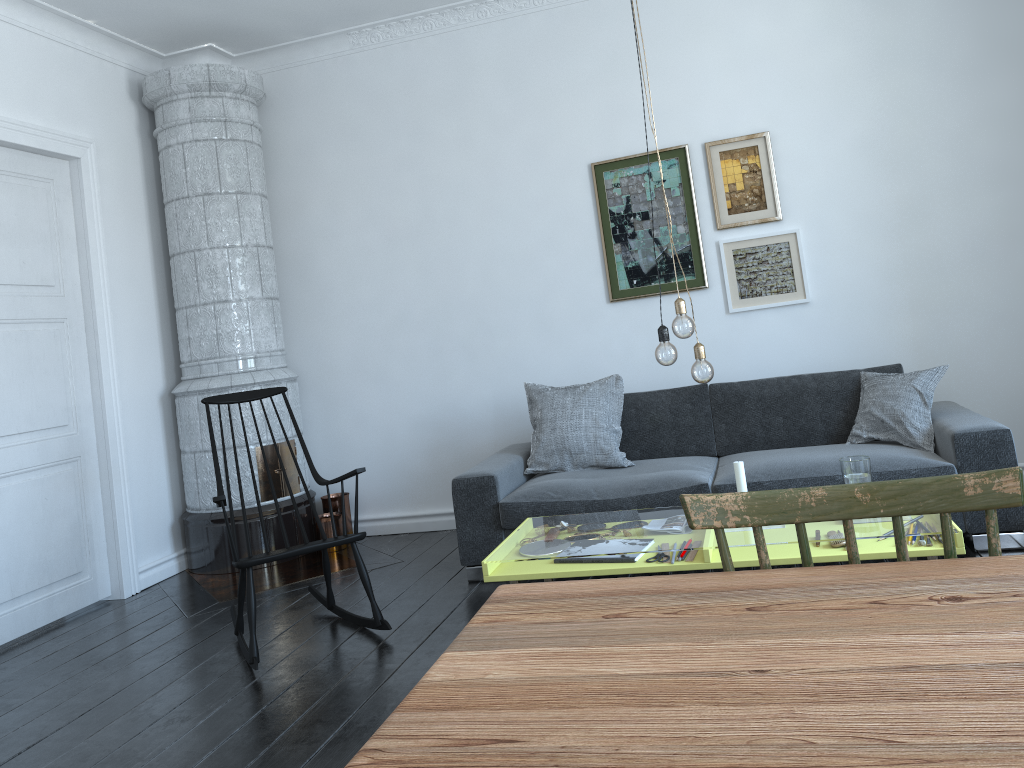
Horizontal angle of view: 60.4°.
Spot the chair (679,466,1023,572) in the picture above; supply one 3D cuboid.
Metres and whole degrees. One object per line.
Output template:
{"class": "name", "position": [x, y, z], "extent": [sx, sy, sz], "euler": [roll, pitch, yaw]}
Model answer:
{"class": "chair", "position": [0.484, 0.565, 1.053], "extent": [0.466, 0.832, 0.485], "euler": [-8, -2, 14]}

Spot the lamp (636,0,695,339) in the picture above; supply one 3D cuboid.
{"class": "lamp", "position": [0.468, -0.894, 2.928], "extent": [0.075, 1.507, 0.073], "euler": [-5, -4, -28]}

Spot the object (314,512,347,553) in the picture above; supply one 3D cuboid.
{"class": "object", "position": [-1.057, 0.867, 5.145], "extent": [0.174, 0.201, 0.171], "euler": [-8, -1, 5]}

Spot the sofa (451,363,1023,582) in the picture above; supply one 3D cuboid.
{"class": "sofa", "position": [0.987, 0.381, 4.248], "extent": [2.363, 0.728, 1.086], "euler": [-7, 1, 15]}

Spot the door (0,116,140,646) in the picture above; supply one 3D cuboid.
{"class": "door", "position": [-2.355, -0.064, 4.249], "extent": [0.115, 2.491, 1.168], "euler": [-8, -3, 16]}

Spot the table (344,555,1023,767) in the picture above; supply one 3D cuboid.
{"class": "table", "position": [0.961, 0.583, 0.560], "extent": [2.217, 0.721, 1.020], "euler": [-7, 1, 15]}

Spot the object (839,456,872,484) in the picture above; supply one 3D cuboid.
{"class": "object", "position": [1.144, 0.319, 2.915], "extent": [0.098, 0.147, 0.096], "euler": [-7, -2, -24]}

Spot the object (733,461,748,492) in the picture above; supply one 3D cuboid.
{"class": "object", "position": [0.786, 0.348, 3.012], "extent": [0.075, 0.174, 0.074], "euler": [-5, -4, -40]}

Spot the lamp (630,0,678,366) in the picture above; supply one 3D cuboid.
{"class": "lamp", "position": [0.420, -0.806, 2.950], "extent": [0.075, 1.507, 0.085], "euler": [-6, -4, -24]}

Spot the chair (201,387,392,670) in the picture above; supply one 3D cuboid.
{"class": "chair", "position": [-0.971, 0.528, 3.681], "extent": [0.615, 1.011, 0.897], "euler": [-6, -1, -30]}

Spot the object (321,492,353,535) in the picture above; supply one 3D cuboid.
{"class": "object", "position": [-1.055, 0.816, 5.331], "extent": [0.172, 0.283, 0.176], "euler": [-8, -2, 15]}

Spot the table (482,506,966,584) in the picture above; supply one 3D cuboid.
{"class": "table", "position": [0.677, 0.658, 2.885], "extent": [1.395, 0.402, 0.601], "euler": [-7, 1, 15]}

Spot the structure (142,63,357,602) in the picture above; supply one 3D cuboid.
{"class": "structure", "position": [-1.591, -0.421, 5.119], "extent": [0.782, 2.909, 1.256], "euler": [-6, -3, -30]}

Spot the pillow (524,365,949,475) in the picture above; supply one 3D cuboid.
{"class": "pillow", "position": [1.047, 0.128, 4.350], "extent": [2.044, 0.495, 0.479], "euler": [-7, 0, 19]}

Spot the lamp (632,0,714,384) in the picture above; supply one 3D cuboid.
{"class": "lamp", "position": [0.529, -0.746, 2.933], "extent": [0.073, 1.507, 0.089], "euler": [-10, -5, 39]}
